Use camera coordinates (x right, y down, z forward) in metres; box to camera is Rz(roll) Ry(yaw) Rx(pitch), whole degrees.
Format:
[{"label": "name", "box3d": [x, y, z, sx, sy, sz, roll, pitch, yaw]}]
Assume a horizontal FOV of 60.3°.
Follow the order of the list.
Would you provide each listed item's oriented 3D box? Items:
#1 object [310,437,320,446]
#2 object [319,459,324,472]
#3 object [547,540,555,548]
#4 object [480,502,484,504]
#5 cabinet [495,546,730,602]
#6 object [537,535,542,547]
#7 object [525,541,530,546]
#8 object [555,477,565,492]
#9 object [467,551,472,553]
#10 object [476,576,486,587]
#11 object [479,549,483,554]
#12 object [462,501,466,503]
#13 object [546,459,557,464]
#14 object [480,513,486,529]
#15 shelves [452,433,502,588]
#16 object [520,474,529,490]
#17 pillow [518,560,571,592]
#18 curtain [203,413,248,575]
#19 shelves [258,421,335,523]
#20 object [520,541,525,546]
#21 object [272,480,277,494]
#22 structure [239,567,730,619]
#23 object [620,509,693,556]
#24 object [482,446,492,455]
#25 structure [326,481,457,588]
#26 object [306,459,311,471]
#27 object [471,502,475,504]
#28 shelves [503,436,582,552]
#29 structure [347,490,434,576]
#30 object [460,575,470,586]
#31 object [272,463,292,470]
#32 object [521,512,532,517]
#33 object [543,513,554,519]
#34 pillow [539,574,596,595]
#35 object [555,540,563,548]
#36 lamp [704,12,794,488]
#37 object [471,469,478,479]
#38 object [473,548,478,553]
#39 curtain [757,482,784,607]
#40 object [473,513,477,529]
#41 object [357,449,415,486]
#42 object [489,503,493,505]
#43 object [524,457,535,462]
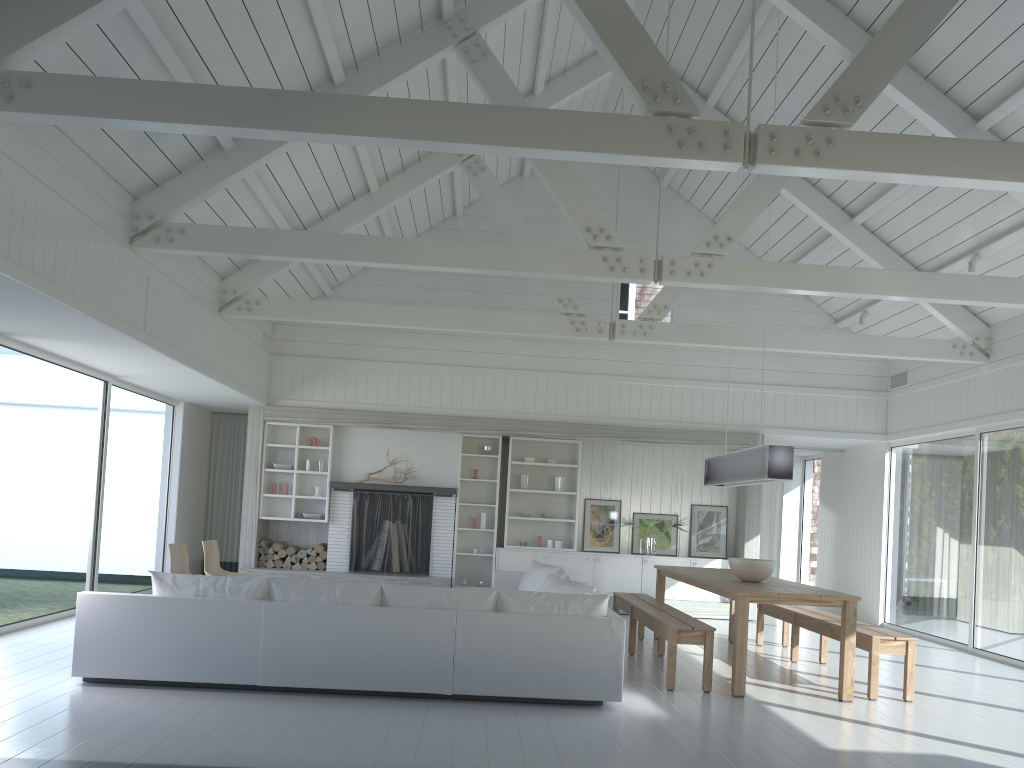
[{"label": "object", "box3d": [-2.548, 0.749, 11.374, 0.231, 0.126, 0.059, -3, -7, 42]}, {"label": "object", "box3d": [-2.460, 1.040, 11.378, 0.054, 0.195, 0.054, 3, -2, -1]}, {"label": "object", "box3d": [0.514, 2.103, 11.602, 0.091, 0.095, 0.091, 0, -6, 32]}, {"label": "object", "box3d": [-0.393, 1.570, 11.582, 0.054, 0.025, 0.055, 3, -7, -2]}, {"label": "cabinet", "box3d": [1.362, 2.519, 11.696, 3.182, 0.549, 0.658, 3, -6, -2]}, {"label": "object", "box3d": [0.363, 2.037, 11.560, 0.054, 0.195, 0.054, 3, -2, -3]}, {"label": "object", "box3d": [0.202, 2.096, 11.561, 0.058, 0.060, 0.057, 5, -5, -24]}, {"label": "object", "box3d": [0.628, 1.318, 11.588, 0.102, 0.196, 0.103, 0, -5, 43]}, {"label": "object", "box3d": [-0.556, 2.194, 11.520, 0.054, 0.025, 0.055, 3, -7, -2]}, {"label": "object", "box3d": [-0.397, 2.575, 11.508, 0.137, 0.129, 0.138, -1, -7, 40]}, {"label": "object", "box3d": [-0.404, 2.184, 11.524, 0.058, 0.060, 0.058, 3, -5, -3]}, {"label": "object", "box3d": [-0.625, 1.540, 11.464, 0.054, 0.025, 0.055, 3, -7, -2]}, {"label": "object", "box3d": [0.528, 1.043, 11.735, 0.141, 0.066, 0.142, 3, -7, -2]}, {"label": "object", "box3d": [-0.378, 1.791, 11.536, 0.072, 0.210, 0.071, 3, -3, -3]}, {"label": "shelves", "box3d": [-0.464, 1.691, 11.674, 0.541, 1.992, 0.607, 3, -3, -2]}, {"label": "object", "box3d": [0.160, 1.290, 11.570, 0.102, 0.196, 0.103, 3, -3, -2]}, {"label": "pillow", "box3d": [0.325, 2.018, 8.632, 0.463, 0.474, 2.071, 4, -8, -9]}, {"label": "curtain", "box3d": [-3.981, 1.589, 12.394, 0.630, 2.360, 0.117, 3, -2, -3]}, {"label": "shelves", "box3d": [-2.755, 1.156, 11.470, 0.866, 1.234, 0.551, 3, -3, -2]}, {"label": "object", "box3d": [0.134, 2.083, 11.533, 0.054, 0.071, 0.054, 5, -5, -23]}, {"label": "object", "box3d": [-3.060, 1.322, 11.344, 0.054, 0.195, 0.054, 3, -2, -1]}, {"label": "structure", "box3d": [-0.245, 2.771, 11.930, 6.350, 0.345, 1.896, 3, -8, -2]}, {"label": "object", "box3d": [1.874, 1.916, 11.434, 0.971, 0.627, 0.626, 4, -5, -5]}, {"label": "object", "box3d": [-0.321, 0.877, 11.541, 0.161, 0.123, 0.163, 0, -7, 30]}, {"label": "structure", "box3d": [-1.562, 1.980, 11.604, 1.617, 1.281, 0.864, 3, -4, -2]}, {"label": "object", "box3d": [-2.626, 1.030, 11.372, 0.054, 0.195, 0.054, 3, -2, -1]}, {"label": "object", "box3d": [-0.509, 1.555, 11.523, 0.054, 0.025, 0.055, 3, -7, -2]}, {"label": "shelves", "box3d": [0.392, 1.467, 11.716, 0.939, 1.437, 0.608, 3, -3, -2]}, {"label": "structure", "box3d": [-1.545, 1.907, 11.250, 1.098, 1.059, 0.117, 3, -2, -3]}, {"label": "object", "box3d": [-0.615, 2.562, 11.500, 0.137, 0.129, 0.138, -1, -7, 40]}, {"label": "object", "box3d": [-2.964, 1.073, 11.372, 0.242, 0.072, 0.244, 5, -8, -17]}, {"label": "object", "box3d": [0.187, 1.714, 11.557, 0.141, 0.066, 0.142, 3, -7, -2]}, {"label": "object", "box3d": [0.490, 1.752, 11.710, 0.141, 0.066, 0.142, 3, -7, -2]}, {"label": "pillow", "box3d": [0.354, 1.777, 6.969, 0.466, 0.475, 1.326, 4, -8, -10]}, {"label": "object", "box3d": [0.611, 2.090, 11.538, 0.085, 0.111, 0.086, 0, -5, 33]}, {"label": "lamp", "box3d": [2.147, -1.226, 7.836, 0.200, 4.224, 1.916, 3, -3, -2]}, {"label": "object", "box3d": [-0.478, 1.188, 11.551, 0.137, 0.129, 0.138, -1, -7, 40]}, {"label": "object", "box3d": [-0.477, 2.175, 11.523, 0.054, 0.071, 0.055, 3, -4, -3]}, {"label": "curtain", "box3d": [3.449, 2.053, 12.818, 1.006, 2.360, 0.117, 3, -2, -2]}, {"label": "object", "box3d": [-0.485, 1.792, 11.534, 0.054, 0.195, 0.054, 3, -2, -3]}, {"label": "object", "box3d": [-1.520, 1.056, 11.275, 0.786, 0.500, 0.458, 7, -6, -32]}, {"label": "object", "box3d": [-0.277, 1.584, 11.641, 0.054, 0.025, 0.055, 3, -7, -2]}, {"label": "object", "box3d": [0.226, 1.004, 11.582, 0.141, 0.066, 0.142, 3, -7, -2]}]
